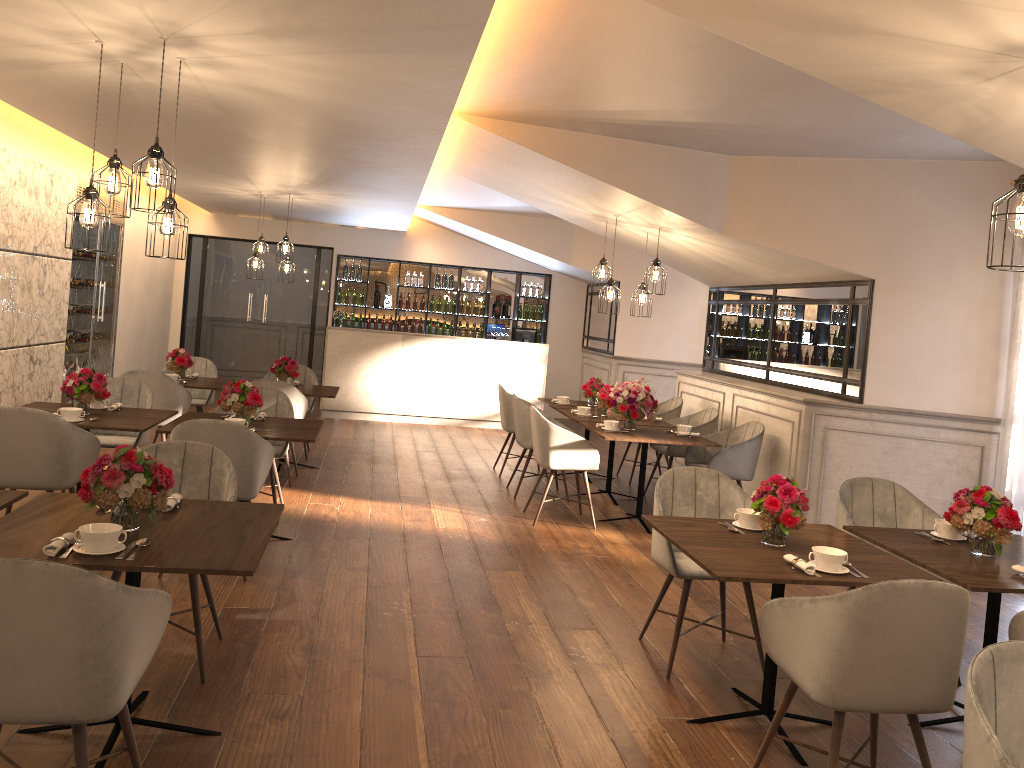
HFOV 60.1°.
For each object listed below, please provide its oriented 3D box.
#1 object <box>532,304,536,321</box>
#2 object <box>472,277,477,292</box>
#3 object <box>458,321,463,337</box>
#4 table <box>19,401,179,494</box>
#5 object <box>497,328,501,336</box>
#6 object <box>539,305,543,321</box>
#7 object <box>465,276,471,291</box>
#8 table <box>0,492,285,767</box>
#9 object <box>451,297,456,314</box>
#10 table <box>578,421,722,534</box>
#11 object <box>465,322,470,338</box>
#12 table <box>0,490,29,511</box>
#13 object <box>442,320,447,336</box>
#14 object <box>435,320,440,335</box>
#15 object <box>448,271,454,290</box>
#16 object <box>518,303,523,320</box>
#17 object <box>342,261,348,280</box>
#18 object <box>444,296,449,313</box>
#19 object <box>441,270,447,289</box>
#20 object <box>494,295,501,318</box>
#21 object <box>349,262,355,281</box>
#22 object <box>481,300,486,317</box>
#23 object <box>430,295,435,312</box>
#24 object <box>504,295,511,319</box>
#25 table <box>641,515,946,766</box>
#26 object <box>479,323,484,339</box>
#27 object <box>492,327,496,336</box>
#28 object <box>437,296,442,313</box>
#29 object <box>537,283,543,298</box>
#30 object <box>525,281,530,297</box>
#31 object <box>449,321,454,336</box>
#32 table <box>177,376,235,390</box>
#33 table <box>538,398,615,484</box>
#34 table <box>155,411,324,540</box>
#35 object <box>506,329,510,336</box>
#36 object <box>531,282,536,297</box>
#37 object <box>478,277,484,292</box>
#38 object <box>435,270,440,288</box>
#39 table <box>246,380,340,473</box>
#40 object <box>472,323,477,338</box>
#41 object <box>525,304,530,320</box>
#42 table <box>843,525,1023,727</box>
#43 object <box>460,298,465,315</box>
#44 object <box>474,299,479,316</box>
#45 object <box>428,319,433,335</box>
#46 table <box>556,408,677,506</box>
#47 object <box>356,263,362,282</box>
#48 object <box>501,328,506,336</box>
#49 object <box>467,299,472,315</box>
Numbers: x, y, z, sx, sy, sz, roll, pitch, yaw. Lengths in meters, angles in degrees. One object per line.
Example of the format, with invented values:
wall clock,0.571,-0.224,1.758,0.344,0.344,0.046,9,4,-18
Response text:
object,0.350,-1.121,13.877,0.065,0.261,0.066,4,2,-30
object,-0.578,-1.545,13.692,0.070,0.235,0.041,5,1,-9
object,-0.797,-0.842,13.713,0.065,0.261,0.066,4,2,-30
table,-2.643,0.546,5.443,0.895,0.720,0.899,4,3,-9
object,-0.213,-0.770,13.804,0.065,0.207,0.065,6,2,36
object,0.459,-1.113,13.894,0.065,0.261,0.066,4,2,-30
object,-0.677,-1.552,13.677,0.070,0.235,0.041,5,1,-9
table,-1.315,0.847,3.040,0.895,0.720,0.899,4,3,-9
object,-0.898,-1.214,13.686,0.065,0.263,0.066,4,2,-30
table,1.024,0.742,6.968,0.895,0.720,0.899,4,3,-9
object,-0.689,-0.834,13.730,0.065,0.261,0.066,4,2,-30
table,-2.261,0.777,2.896,0.895,0.720,0.899,4,3,-9
object,-1.038,-0.860,13.677,0.065,0.261,0.066,4,2,-30
object,-1.147,-0.868,13.660,0.065,0.261,0.066,4,2,-30
object,-0.934,-1.609,13.636,0.075,0.310,0.075,5,1,2
object,0.133,-1.138,13.844,0.065,0.263,0.066,4,2,-30
object,-2.516,-1.726,13.394,0.075,0.310,0.075,5,1,16
object,-1.007,-1.222,13.670,0.065,0.263,0.066,4,2,-30
object,-1.037,-1.617,13.620,0.075,0.310,0.075,5,1,2
object,-0.218,-1.209,13.766,0.104,0.359,0.104,6,2,43
object,-2.413,-1.718,13.409,0.075,0.310,0.075,6,2,34
object,-0.440,-1.179,13.756,0.065,0.261,0.066,4,2,-30
object,-1.224,-1.237,13.636,0.065,0.261,0.066,4,2,-30
object,-0.064,-1.199,13.787,0.104,0.358,0.104,5,1,18
table,1.051,1.010,3.552,0.895,0.720,0.899,4,3,-9
object,-0.471,-0.818,13.763,0.065,0.261,0.066,4,2,-30
object,-0.289,-0.776,13.792,0.065,0.207,0.065,6,2,36
object,-1.115,-1.230,13.653,0.065,0.263,0.066,4,2,-30
object,0.440,-1.469,13.848,0.070,0.235,0.041,5,1,-9
object,0.242,-1.484,13.818,0.070,0.235,0.041,5,1,-9
object,-0.929,-0.852,13.693,0.065,0.261,0.066,4,2,-30
table,-3.012,0.323,7.892,0.895,0.720,0.899,4,3,-9
table,0.744,0.573,8.824,0.895,0.720,0.899,4,3,-9
table,-1.698,0.616,5.588,0.895,0.720,0.899,4,3,-9
object,-0.059,-0.759,13.827,0.065,0.207,0.065,6,2,36
object,0.341,-1.477,13.833,0.070,0.235,0.041,5,1,-9
object,-0.479,-1.537,13.708,0.070,0.235,0.041,5,1,-9
object,-1.140,-1.624,13.604,0.075,0.310,0.075,5,1,24
table,-2.067,0.393,8.037,0.895,0.720,0.899,4,3,-9
object,-0.580,-0.826,13.747,0.065,0.261,0.066,4,2,-30
object,0.241,-1.129,13.861,0.065,0.261,0.066,4,2,-30
table,1.996,1.080,3.696,0.895,0.720,0.899,4,3,-9
object,-0.767,-1.203,13.706,0.065,0.261,0.066,4,2,-30
object,-0.549,-1.187,13.740,0.065,0.261,0.066,4,2,-30
object,-1.255,-0.876,13.643,0.065,0.261,0.066,4,2,-30
table,0.884,0.657,7.896,0.895,0.720,0.899,4,3,-9
object,-2.310,-1.711,13.425,0.075,0.310,0.075,6,2,38
object,-0.136,-0.765,13.816,0.065,0.207,0.065,6,2,36
object,-0.658,-1.195,13.723,0.065,0.261,0.066,4,2,-30
